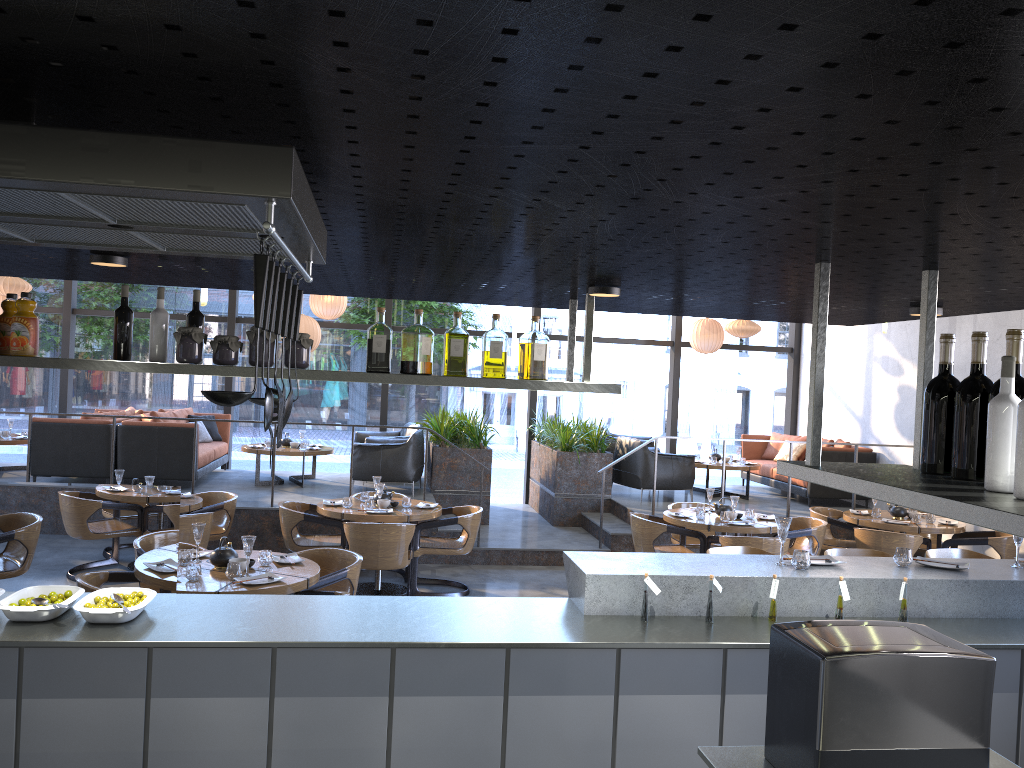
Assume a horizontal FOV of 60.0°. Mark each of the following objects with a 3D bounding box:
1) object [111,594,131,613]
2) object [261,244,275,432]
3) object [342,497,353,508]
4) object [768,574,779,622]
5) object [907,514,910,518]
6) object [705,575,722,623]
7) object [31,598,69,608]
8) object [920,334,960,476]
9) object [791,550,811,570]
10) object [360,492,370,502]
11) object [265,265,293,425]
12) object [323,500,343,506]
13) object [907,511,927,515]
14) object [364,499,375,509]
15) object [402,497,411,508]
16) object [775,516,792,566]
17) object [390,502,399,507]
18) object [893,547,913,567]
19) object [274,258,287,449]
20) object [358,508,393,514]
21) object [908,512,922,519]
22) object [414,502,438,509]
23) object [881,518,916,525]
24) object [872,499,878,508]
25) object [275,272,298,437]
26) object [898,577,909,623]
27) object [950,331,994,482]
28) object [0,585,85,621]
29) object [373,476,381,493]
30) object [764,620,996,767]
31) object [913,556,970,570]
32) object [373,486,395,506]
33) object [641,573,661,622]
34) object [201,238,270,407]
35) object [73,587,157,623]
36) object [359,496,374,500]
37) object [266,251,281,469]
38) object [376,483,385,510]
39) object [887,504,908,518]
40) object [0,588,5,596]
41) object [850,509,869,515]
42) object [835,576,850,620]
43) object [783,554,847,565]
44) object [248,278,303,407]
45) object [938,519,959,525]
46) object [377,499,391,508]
[{"bbox_3d":[-1.524,0.854,3.449,0.048,0.026,0.252,2,1,-31],"label":"object"},{"bbox_3d":[-0.385,-0.072,1.407,0.032,0.298,0.035,3,1,33],"label":"object"},{"bbox_3d":[-1.421,1.025,7.655,0.086,0.086,0.086,3,0,17],"label":"object"},{"bbox_3d":[1.164,0.949,3.941,0.038,0.203,0.057,3,0,17],"label":"object"},{"bbox_3d":[3.906,1.290,8.703,0.080,0.042,0.080,2,0,-26],"label":"object"},{"bbox_3d":[0.881,0.936,3.892,0.048,0.203,0.096,3,1,36],"label":"object"},{"bbox_3d":[-1.780,0.851,3.429,0.252,0.028,0.053,3,1,33],"label":"object"},{"bbox_3d":[1.163,0.054,2.387,0.101,0.378,0.100,3,0,-15],"label":"object"},{"bbox_3d":[1.374,0.836,4.214,0.086,0.086,0.086,3,0,-8],"label":"object"},{"bbox_3d":[-1.335,1.026,8.053,0.086,0.086,0.086,3,0,-22],"label":"object"},{"bbox_3d":[-0.440,-0.072,1.679,0.038,0.306,0.062,3,0,-8],"label":"object"},{"bbox_3d":[-1.571,1.048,7.771,0.170,0.025,0.294,3,0,-11],"label":"object"},{"bbox_3d":[4.049,1.304,8.929,0.170,0.025,0.294,2,1,-38],"label":"object"},{"bbox_3d":[-1.221,1.035,7.589,0.086,0.086,0.086,3,0,17],"label":"object"},{"bbox_3d":[-0.931,1.047,7.837,0.086,0.086,0.086,3,1,39],"label":"object"},{"bbox_3d":[1.312,0.762,4.301,0.082,0.227,0.082,3,0,26],"label":"object"},{"bbox_3d":[-1.037,1.064,7.830,0.080,0.042,0.080,3,0,16],"label":"object"},{"bbox_3d":[1.946,0.862,4.411,0.086,0.086,0.086,2,1,-33],"label":"object"},{"bbox_3d":[-0.418,-0.055,1.577,0.024,0.337,0.068,3,0,-8],"label":"object"},{"bbox_3d":[-1.148,1.071,7.456,0.294,0.025,0.170,3,0,-11],"label":"object"},{"bbox_3d":[3.903,1.279,8.593,0.116,0.065,0.116,3,0,17],"label":"object"},{"bbox_3d":[-0.773,1.085,7.870,0.170,0.025,0.294,3,0,11],"label":"object"},{"bbox_3d":[3.601,1.288,8.261,0.294,0.025,0.170,3,0,30],"label":"object"},{"bbox_3d":[3.570,1.181,8.725,0.082,0.227,0.082,2,1,-37],"label":"object"},{"bbox_3d":[-0.454,-0.059,1.793,0.031,0.336,0.104,3,0,-9],"label":"object"},{"bbox_3d":[1.770,0.977,4.000,0.042,0.203,0.076,3,0,25],"label":"object"},{"bbox_3d":[1.182,0.056,2.259,0.101,0.378,0.100,3,0,-15],"label":"object"},{"bbox_3d":[-1.874,0.877,3.533,0.268,0.069,0.402,3,0,-8],"label":"object"},{"bbox_3d":[-1.238,0.960,8.103,0.082,0.227,0.082,3,0,24],"label":"object"},{"bbox_3d":[1.023,0.880,2.418,0.562,0.400,0.322,3,0,-8],"label":"object"},{"bbox_3d":[2.129,0.901,4.450,0.294,0.025,0.170,3,0,29],"label":"object"},{"bbox_3d":[-1.154,0.989,7.902,0.163,0.179,0.168,2,1,-45],"label":"object"},{"bbox_3d":[0.592,0.923,3.829,0.040,0.203,0.100,2,1,-37],"label":"object"},{"bbox_3d":[-0.420,-0.094,1.327,0.074,0.256,0.074,3,1,37],"label":"object"},{"bbox_3d":[-1.586,0.887,3.555,0.268,0.074,0.402,3,0,-8],"label":"object"},{"bbox_3d":[-1.276,1.059,8.234,0.294,0.025,0.170,3,0,-24],"label":"object"},{"bbox_3d":[-0.405,-0.041,1.478,0.024,0.363,0.033,3,0,-8],"label":"object"},{"bbox_3d":[-1.134,0.968,7.604,0.082,0.227,0.082,2,1,-39],"label":"object"},{"bbox_3d":[3.774,1.215,8.658,0.168,0.179,0.163,3,0,-4],"label":"object"},{"bbox_3d":[-2.164,0.861,3.463,0.268,0.073,0.402,3,0,-8],"label":"object"},{"bbox_3d":[3.445,1.277,8.787,0.170,0.025,0.294,3,0,17],"label":"object"},{"bbox_3d":[1.471,0.963,3.959,0.029,0.203,0.077,3,0,-18],"label":"object"},{"bbox_3d":[1.474,0.871,4.376,0.294,0.025,0.170,3,0,-10],"label":"object"},{"bbox_3d":[-0.511,-0.091,1.901,0.103,0.280,0.103,3,0,23],"label":"object"},{"bbox_3d":[4.116,1.311,8.375,0.170,0.025,0.294,3,0,30],"label":"object"},{"bbox_3d":[-1.123,1.049,7.761,0.116,0.065,0.116,3,1,43],"label":"object"}]
